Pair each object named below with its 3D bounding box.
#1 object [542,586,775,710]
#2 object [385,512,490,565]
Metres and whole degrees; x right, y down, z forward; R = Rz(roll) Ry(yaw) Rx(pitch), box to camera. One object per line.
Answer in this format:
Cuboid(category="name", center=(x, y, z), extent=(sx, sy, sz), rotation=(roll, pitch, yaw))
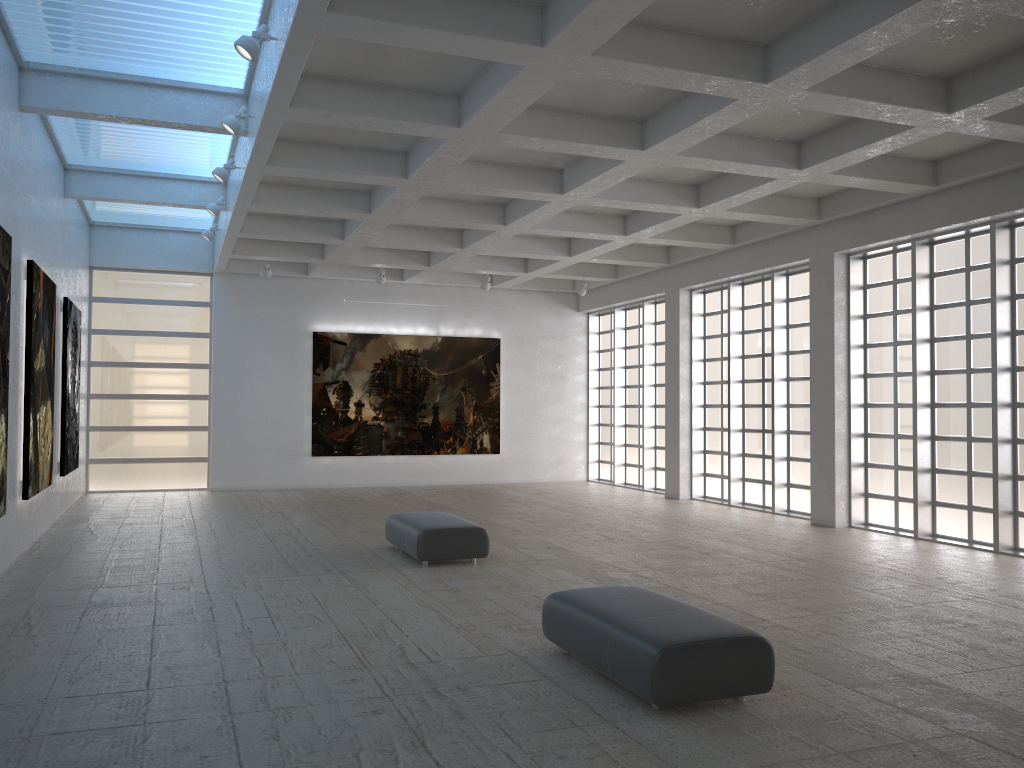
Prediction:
Cuboid(category="object", center=(1.674, 3.176, 11.020), extent=(1.616, 0.828, 3.044), rotation=(1, -2, -21))
Cuboid(category="object", center=(-1.740, 3.413, 19.903), extent=(1.616, 0.828, 3.044), rotation=(1, -2, -21))
